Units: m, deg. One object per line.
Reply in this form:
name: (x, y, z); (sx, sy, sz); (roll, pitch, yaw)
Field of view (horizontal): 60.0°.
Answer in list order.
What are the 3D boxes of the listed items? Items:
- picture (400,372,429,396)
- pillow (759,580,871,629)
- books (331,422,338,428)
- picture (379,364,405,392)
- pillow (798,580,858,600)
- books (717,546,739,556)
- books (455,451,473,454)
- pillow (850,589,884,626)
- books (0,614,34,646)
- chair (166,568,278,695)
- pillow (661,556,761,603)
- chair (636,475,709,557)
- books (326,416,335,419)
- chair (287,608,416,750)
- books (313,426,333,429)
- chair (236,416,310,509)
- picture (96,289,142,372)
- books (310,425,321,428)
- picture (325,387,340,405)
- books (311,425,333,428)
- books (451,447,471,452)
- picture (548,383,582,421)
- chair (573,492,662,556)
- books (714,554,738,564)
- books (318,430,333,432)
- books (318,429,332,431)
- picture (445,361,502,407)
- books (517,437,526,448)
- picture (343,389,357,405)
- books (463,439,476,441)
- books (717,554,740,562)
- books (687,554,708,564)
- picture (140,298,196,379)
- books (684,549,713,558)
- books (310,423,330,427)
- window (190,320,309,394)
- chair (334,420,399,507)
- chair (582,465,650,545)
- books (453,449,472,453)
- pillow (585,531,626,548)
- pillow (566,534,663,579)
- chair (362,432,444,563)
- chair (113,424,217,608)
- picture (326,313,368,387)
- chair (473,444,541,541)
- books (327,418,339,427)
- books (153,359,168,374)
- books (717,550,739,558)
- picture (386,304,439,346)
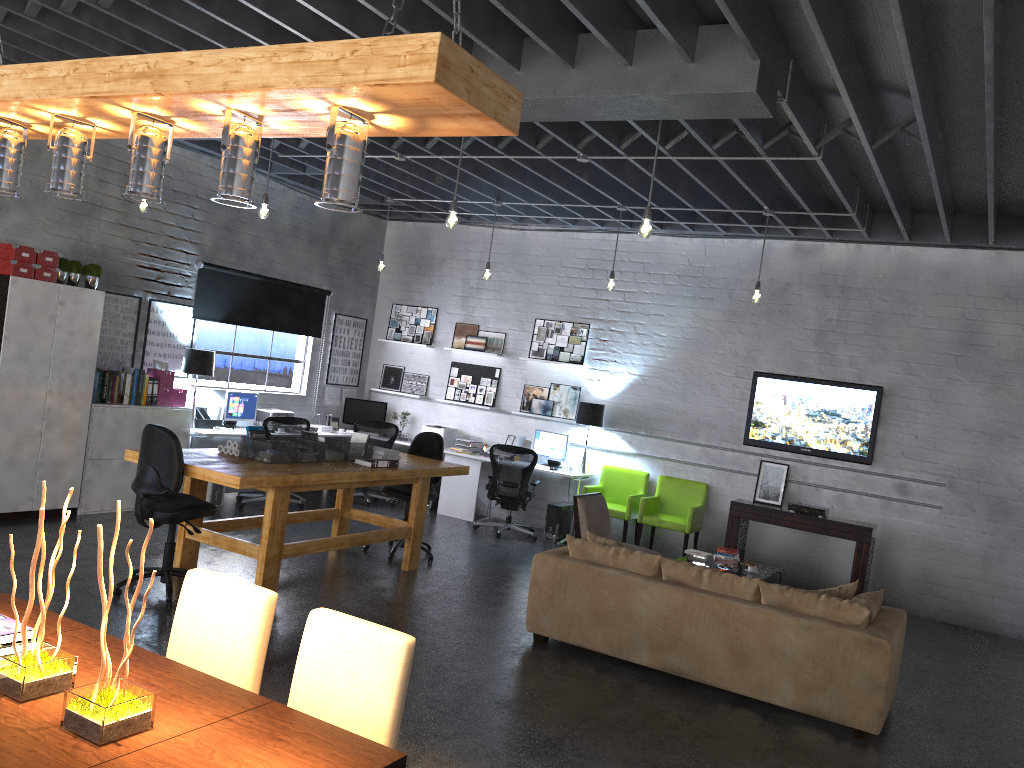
picture: (-1.292, -0.001, 11.779); (0.409, 0.277, 0.036); (8, 2, 29)
pillow: (1.869, 1.465, 5.491); (0.662, 0.386, 0.308); (9, 1, 31)
books: (-2.295, 0.527, 11.455); (0.037, 0.076, 0.102); (9, 2, 44)
picture: (-1.620, -0.082, 11.965); (0.354, 0.343, 0.042); (9, 2, 29)
pillow: (2.013, 1.458, 5.784); (0.550, 0.423, 0.243); (8, 1, -21)
books: (2.116, 1.633, 8.678); (0.185, 0.041, 0.129); (8, 1, 23)
books: (-0.586, 0.834, 10.824); (0.211, 0.014, 0.148); (8, 1, -7)
pillow: (2.213, 1.530, 5.713); (0.238, 0.375, 0.750); (9, 1, 28)
books: (-1.550, 0.702, 2.528); (0.251, 0.030, 0.237); (8, 1, 30)
chair: (-1.191, 1.154, 2.929); (0.490, 0.959, 0.616); (9, 2, 29)
pillow: (1.307, 1.382, 5.810); (0.666, 0.402, 0.291); (8, 1, 29)
chair: (1.758, 1.510, 9.779); (0.610, 0.921, 0.516); (9, 2, 29)
books: (-2.353, 0.479, 11.521); (0.052, 0.109, 0.133); (9, 2, 44)
chair: (-0.681, 1.229, 2.648); (0.490, 0.959, 0.616); (9, 2, 29)
books: (-2.443, 0.535, 11.164); (0.297, 0.006, 0.210); (8, 1, 29)
chair: (-2.648, 0.836, 9.767); (0.752, 1.032, 0.732); (9, 2, 32)
picture: (-3.905, -0.501, 8.624); (0.020, 0.781, 0.607); (9, 2, 29)
books: (-2.441, 0.530, 11.163); (0.297, 0.006, 0.210); (8, 1, 31)
picture: (-2.343, 0.161, 11.616); (0.036, 0.221, 0.289); (9, 1, 29)
books: (-2.441, 0.525, 11.164); (0.297, 0.006, 0.210); (8, 1, 28)
books: (-0.626, 0.800, 10.830); (0.211, 0.014, 0.148); (9, 1, 43)
picture: (0.619, 0.213, 10.730); (0.409, 0.408, 0.047); (9, 2, 29)
chair: (0.928, 1.455, 7.864); (0.724, 0.842, 0.575); (9, 1, 29)
books: (2.095, 1.715, 8.695); (0.223, 0.032, 0.161); (8, 1, 9)
books: (-2.442, 0.572, 11.164); (0.297, 0.006, 0.210); (8, 1, 30)
books: (-2.447, 0.561, 11.167); (0.297, 0.006, 0.210); (8, 1, 28)
picture: (-0.505, 0.000, 11.345); (0.748, 0.503, 0.058); (8, 2, 29)
books: (0.116, 0.788, 10.772); (0.043, 0.296, 0.210); (9, 2, 29)
picture: (-2.177, 0.181, 11.921); (0.036, 0.221, 0.289); (9, 1, 29)
books: (-0.531, 0.705, 11.160); (0.134, 0.008, 0.203); (8, 1, 12)
books: (2.120, 1.691, 8.677); (0.161, 0.026, 0.223); (8, 1, -2)
books: (1.787, 1.668, 8.515); (0.174, 0.045, 0.240); (8, 1, 18)
picture: (-3.571, -0.461, 9.240); (0.020, 0.781, 0.607); (9, 2, 29)
books: (1.795, 1.632, 8.537); (0.223, 0.027, 0.161); (8, 1, 38)
books: (-2.438, 0.520, 11.168); (0.297, 0.006, 0.210); (8, 1, 29)
window: (-3.028, -0.527, 10.399); (0.030, 1.220, 1.823); (9, 1, 29)
chair: (-1.801, 0.941, 10.963); (0.732, 1.032, 0.751); (7, 2, -38)
chair: (1.155, 1.422, 10.111); (0.610, 0.921, 0.516); (9, 2, 29)
books: (-0.604, 0.817, 10.821); (0.211, 0.014, 0.148); (8, 1, 3)
pillow: (0.702, 1.290, 6.385); (0.319, 0.403, 0.522); (7, 1, -42)
pillow: (0.721, 1.296, 6.132); (0.703, 0.402, 0.291); (8, 1, 29)
chair: (-0.937, 1.026, 8.262); (0.658, 1.165, 0.687); (9, 2, 27)
chair: (-2.325, 0.856, 6.101); (0.658, 1.165, 0.687); (9, 2, 27)
picture: (-2.185, -0.438, 11.749); (0.020, 0.935, 0.659); (9, 2, 29)
chair: (-0.021, 1.200, 10.157); (0.732, 1.032, 0.752); (8, 1, -3)
books: (-2.312, 0.494, 11.462); (0.017, 0.121, 0.184); (9, 2, 44)
books: (-3.530, -0.102, 8.893); (0.192, 0.267, 0.060); (9, 2, 28)
books: (2.116, 1.665, 8.685); (0.208, 0.024, 0.144); (8, 1, 14)
picture: (-1.339, -0.797, 11.837); (0.748, 0.503, 0.058); (8, 2, 29)
